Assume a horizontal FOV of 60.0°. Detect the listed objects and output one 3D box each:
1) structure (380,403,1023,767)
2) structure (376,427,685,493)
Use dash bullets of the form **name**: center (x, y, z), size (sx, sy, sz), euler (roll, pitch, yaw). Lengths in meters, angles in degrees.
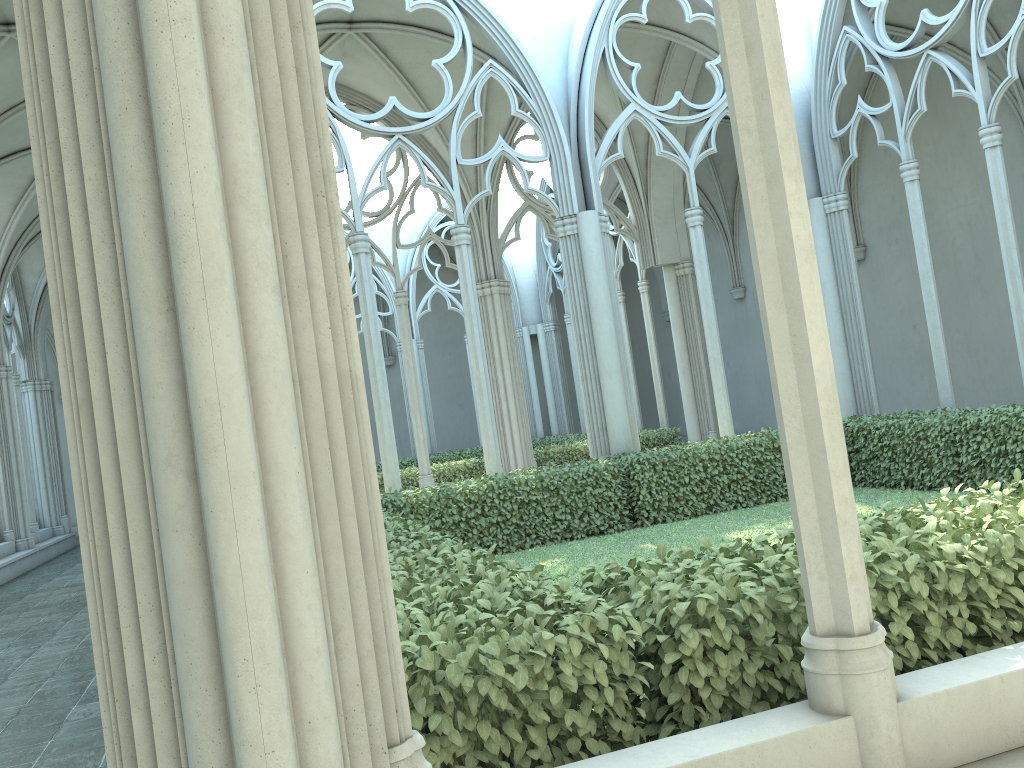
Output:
- **structure**: center (2.253, 1.028, 7.445), size (7.995, 0.963, 8.018), euler (-7, -2, -17)
- **structure**: center (-1.456, 2.052, 19.930), size (7.995, 0.963, 8.018), euler (-7, -2, -17)
